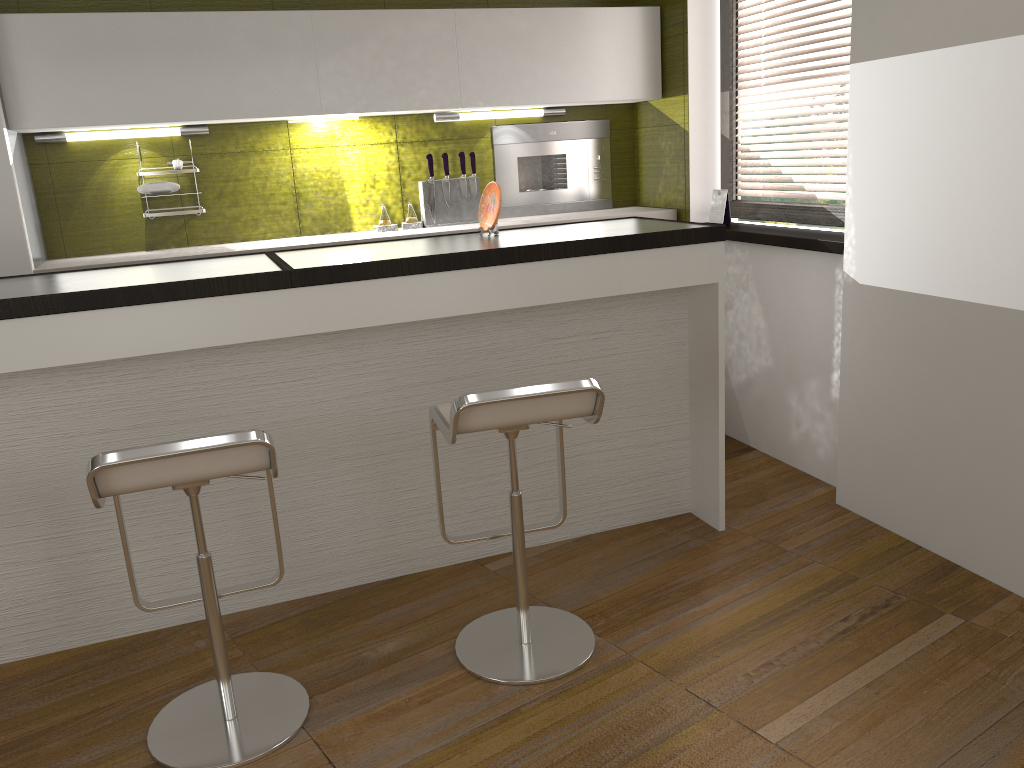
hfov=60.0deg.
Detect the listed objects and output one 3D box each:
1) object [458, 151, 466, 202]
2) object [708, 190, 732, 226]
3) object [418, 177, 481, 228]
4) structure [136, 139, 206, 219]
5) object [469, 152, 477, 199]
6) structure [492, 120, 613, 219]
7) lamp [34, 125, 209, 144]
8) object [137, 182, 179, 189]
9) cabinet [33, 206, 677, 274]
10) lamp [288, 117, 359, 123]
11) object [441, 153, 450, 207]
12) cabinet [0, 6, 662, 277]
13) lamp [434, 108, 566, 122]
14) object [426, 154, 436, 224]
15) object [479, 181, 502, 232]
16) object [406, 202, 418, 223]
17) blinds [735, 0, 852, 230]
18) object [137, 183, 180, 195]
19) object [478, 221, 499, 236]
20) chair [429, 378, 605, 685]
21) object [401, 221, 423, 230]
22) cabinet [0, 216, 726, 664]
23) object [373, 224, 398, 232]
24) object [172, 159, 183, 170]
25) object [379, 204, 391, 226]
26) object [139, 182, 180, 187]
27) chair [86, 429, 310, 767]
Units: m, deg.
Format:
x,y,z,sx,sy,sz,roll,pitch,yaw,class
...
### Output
x,y,z,sx,sy,sz,roll,pitch,yaw,class
-0.243,-1.024,4.383,0.036,0.243,0.013,-9,16,-19,object
0.982,-0.830,4.187,0.057,0.169,0.106,-10,16,-24,object
-0.307,-0.907,4.431,0.293,0.227,0.107,-9,16,-19,object
-1.551,-0.927,4.016,0.266,0.346,0.110,-9,16,-19,structure
-0.196,-1.033,4.399,0.040,0.231,0.013,-9,16,-19,object
0.224,-1.135,4.686,0.663,0.469,0.015,-9,16,-19,structure
-1.725,-1.111,3.948,0.715,0.041,0.041,-9,16,-19,lamp
-1.585,-0.878,3.979,0.181,0.052,0.173,-9,16,-19,object
-0.589,-0.195,4.365,2.940,1.086,0.465,-9,16,-19,cabinet
-0.898,-1.262,4.240,0.334,0.008,0.008,-9,16,-19,lamp
-0.326,-1.001,4.358,0.042,0.264,0.013,-9,16,-19,object
-0.912,-0.667,4.264,3.471,2.089,0.724,-9,16,-19,cabinet
-0.054,-1.363,4.489,0.716,0.041,0.095,-9,16,-19,lamp
-0.398,-0.953,4.342,0.046,0.339,0.013,-9,16,-19,object
-0.081,-0.652,3.255,0.055,0.178,0.184,-10,16,-22,object
-0.498,-0.838,4.380,0.059,0.121,0.059,7,18,36,object
2.852,-4.894,6.661,16.000,12.704,9.030,2,16,20,blinds
-1.584,-0.874,3.979,0.181,0.052,0.173,-9,16,-19,object
-0.078,-0.615,3.264,0.072,0.131,0.088,-10,16,-23,object
0.018,0.370,2.522,0.418,0.857,0.460,-7,15,-14,chair
-0.495,-0.785,4.394,0.107,0.032,0.107,-6,15,-7,object
-0.725,0.145,3.015,2.947,1.134,0.663,-9,16,-19,cabinet
-0.620,-0.762,4.339,0.107,0.032,0.107,-9,16,-18,object
-1.517,-0.994,4.023,0.046,0.053,0.051,-1,15,12,object
-0.623,-0.815,4.325,0.059,0.121,0.059,4,16,26,object
-1.585,-0.881,3.979,0.181,0.052,0.173,-9,16,-19,object
-0.774,0.494,2.251,0.418,0.857,0.460,-9,16,-18,chair
